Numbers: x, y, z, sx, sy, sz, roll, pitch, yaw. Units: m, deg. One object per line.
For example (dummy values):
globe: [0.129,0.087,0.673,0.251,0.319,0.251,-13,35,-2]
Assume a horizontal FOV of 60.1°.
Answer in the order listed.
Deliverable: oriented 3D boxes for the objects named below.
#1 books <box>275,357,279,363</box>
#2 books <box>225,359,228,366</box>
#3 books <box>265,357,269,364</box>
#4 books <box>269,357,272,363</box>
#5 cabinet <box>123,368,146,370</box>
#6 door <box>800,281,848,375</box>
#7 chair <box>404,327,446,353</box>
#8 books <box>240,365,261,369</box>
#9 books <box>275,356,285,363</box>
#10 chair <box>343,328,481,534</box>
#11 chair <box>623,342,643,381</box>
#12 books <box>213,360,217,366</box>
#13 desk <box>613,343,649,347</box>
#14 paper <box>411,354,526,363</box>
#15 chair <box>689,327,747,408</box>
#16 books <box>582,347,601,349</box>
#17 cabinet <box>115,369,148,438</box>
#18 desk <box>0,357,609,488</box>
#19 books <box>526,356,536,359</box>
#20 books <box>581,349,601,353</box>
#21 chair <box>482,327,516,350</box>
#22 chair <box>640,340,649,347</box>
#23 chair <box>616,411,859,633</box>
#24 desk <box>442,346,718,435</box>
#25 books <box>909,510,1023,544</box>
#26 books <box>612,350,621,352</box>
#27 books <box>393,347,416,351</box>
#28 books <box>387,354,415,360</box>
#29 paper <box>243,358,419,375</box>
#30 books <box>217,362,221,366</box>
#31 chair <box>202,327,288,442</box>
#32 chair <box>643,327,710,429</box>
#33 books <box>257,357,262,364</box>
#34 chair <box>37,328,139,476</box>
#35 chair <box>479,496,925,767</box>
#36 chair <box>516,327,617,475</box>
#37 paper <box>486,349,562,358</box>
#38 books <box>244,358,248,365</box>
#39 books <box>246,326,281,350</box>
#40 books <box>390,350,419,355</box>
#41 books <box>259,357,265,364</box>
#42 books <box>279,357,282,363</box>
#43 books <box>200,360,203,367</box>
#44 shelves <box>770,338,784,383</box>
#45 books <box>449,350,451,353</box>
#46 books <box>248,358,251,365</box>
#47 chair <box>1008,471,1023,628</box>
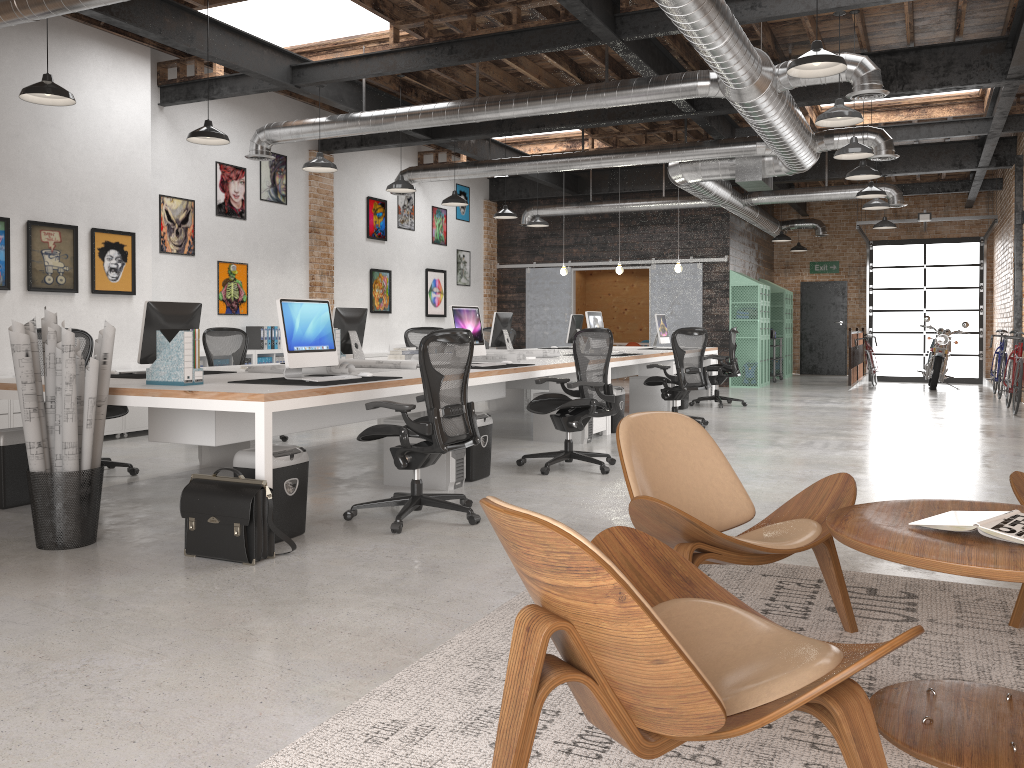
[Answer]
books: [-3.095,-0.220,11.347,0.232,0.261,0.062,1,1,25]
books: [-3.473,-0.167,10.541,0.232,0.261,0.062,1,1,25]
books: [-3.182,-0.210,11.189,0.232,0.261,0.062,1,1,25]
books: [-3.154,-0.213,11.248,0.232,0.261,0.062,1,1,25]
cabinet: [-3.727,0.168,9.224,0.460,0.647,0.388,1,2,25]
door: [7.006,-1.257,19.913,0.998,2.097,0.218,1,1,25]
chair: [-1.099,-0.174,11.112,0.770,1.084,0.793,0,2,-6]
books: [-1.930,-0.127,6.763,0.235,0.024,0.200,-2,4,-31]
books: [-3.040,-0.227,11.463,0.232,0.261,0.062,1,1,25]
chair: [-0.550,0.225,5.024,0.792,1.084,0.771,0,2,9]
chair: [2.517,-0.463,17.877,0.618,0.777,0.581,1,2,20]
books: [-3.555,-0.155,10.364,0.232,0.261,0.062,1,1,25]
desk: [2.885,-0.499,18.773,1.999,0.730,0.999,2,3,26]
paper: [-0.419,-0.241,8.072,1.134,0.082,0.083,1,3,20]
chair: [2.825,-0.244,12.182,0.792,1.084,0.771,0,2,4]
books: [0.969,-0.447,10.731,0.193,0.044,0.257,3,5,42]
cabinet: [-3.892,0.192,8.871,0.460,0.647,0.388,1,2,25]
desk: [-1.158,0.248,7.079,2.313,0.769,5.117,2,4,25]
books: [0.082,-0.260,8.787,0.235,0.024,0.200,-2,4,-31]
books: [0.942,-0.400,10.727,0.200,0.050,0.272,1,4,22]
chair: [-0.159,-0.346,13.746,0.770,1.084,0.793,-1,2,-26]
chair: [2.942,-0.593,19.863,0.618,0.777,0.581,1,2,20]
chair: [0.822,0.511,3.201,0.856,0.751,0.869,0,3,1]
desk: [1.014,-0.056,11.714,2.313,0.769,5.117,2,4,25]
books: [1.279,0.365,2.334,0.256,0.035,0.350,-3,5,-40]
books: [1.279,-0.429,11.414,0.205,0.019,0.244,-2,4,-27]
books: [-1.057,-0.346,8.713,0.153,0.030,0.185,2,4,23]
books: [-1.071,-0.267,8.703,0.200,0.050,0.272,1,4,22]
paper: [-1.287,-0.135,6.463,0.975,0.105,1.077,2,4,23]
books: [-3.528,-0.159,10.423,0.232,0.261,0.062,1,1,25]
chair: [-2.529,0.006,8.372,0.792,1.084,0.771,0,2,9]
chair: [1.754,-0.075,9.610,0.793,1.084,0.771,1,2,34]
books: [-3.237,-0.202,11.071,0.232,0.261,0.062,1,1,25]
chair: [-3.146,0.131,6.468,0.792,1.084,0.771,0,2,9]
chair: [0.365,0.590,1.994,0.867,0.751,0.858,0,2,2]
chair: [0.462,0.108,6.817,0.793,1.084,0.771,-2,2,-41]
paper: [-0.053,-0.329,9.438,0.975,0.105,1.077,-1,4,-11]
books: [-3.335,-0.185,10.807,0.232,0.261,0.062,1,1,25]
books: [-3.171,-0.577,11.311,0.232,0.321,0.389,1,3,25]
books: [-1.044,-0.315,8.706,0.193,0.044,0.257,3,5,42]
books: [-3.209,-0.206,11.130,0.232,0.261,0.062,1,1,25]
books: [-3.068,-0.224,11.404,0.232,0.261,0.062,1,1,25]
books: [-3.655,-0.144,10.184,0.232,0.261,0.062,1,1,25]
shelves: [5.034,-0.485,17.563,0.567,0.854,0.986,1,3,25]
books: [-1.179,-0.488,15.436,0.232,0.261,0.062,1,1,25]
books: [-3.307,-0.188,10.866,0.232,0.261,0.062,1,1,25]
chair: [2.213,0.530,2.902,0.867,0.751,0.858,0,3,6]
